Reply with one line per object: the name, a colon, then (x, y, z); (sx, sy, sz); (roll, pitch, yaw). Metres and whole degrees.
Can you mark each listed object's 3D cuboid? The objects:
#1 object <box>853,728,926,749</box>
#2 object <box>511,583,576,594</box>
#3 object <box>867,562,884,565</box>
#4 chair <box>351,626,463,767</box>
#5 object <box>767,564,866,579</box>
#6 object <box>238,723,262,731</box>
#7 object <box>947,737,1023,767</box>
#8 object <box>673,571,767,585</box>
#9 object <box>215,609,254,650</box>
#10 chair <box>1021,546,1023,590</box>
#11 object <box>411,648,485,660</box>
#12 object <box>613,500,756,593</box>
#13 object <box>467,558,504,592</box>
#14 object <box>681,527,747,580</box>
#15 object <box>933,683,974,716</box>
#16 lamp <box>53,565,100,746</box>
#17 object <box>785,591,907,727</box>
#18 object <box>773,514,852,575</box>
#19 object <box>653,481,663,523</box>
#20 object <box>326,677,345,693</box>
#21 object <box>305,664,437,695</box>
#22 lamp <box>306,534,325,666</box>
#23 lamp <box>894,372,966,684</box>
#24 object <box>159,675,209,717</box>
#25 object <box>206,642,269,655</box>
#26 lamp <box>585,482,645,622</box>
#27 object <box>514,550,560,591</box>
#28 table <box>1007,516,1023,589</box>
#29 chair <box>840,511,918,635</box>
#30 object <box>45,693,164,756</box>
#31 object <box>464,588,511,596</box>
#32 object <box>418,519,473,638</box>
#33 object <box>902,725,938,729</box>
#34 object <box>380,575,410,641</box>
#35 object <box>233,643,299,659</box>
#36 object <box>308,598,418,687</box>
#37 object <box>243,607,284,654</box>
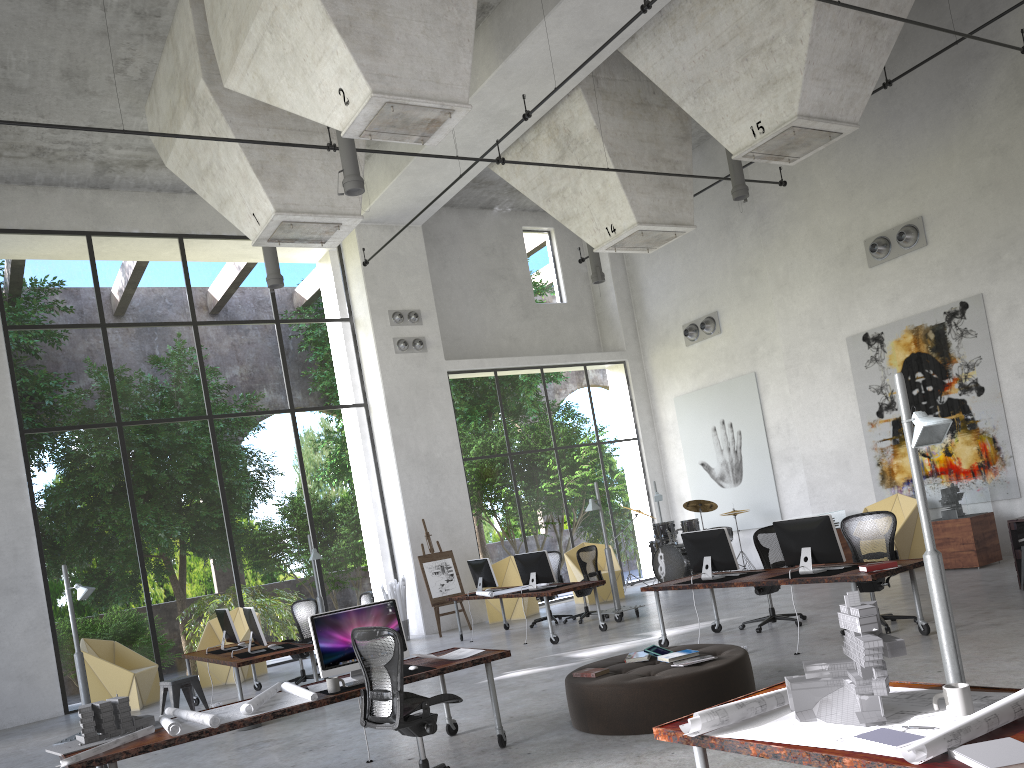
object: (1.287, 1.208, 2.999); (0.133, 0.008, 0.207); (-6, -10, -21)
object: (0.445, 3.005, 12.877); (0.683, 0.008, 0.864); (-2, -12, -40)
object: (3.295, 1.625, 7.961); (0.151, 0.011, 0.011); (-15, -7, 27)
chair: (-0.697, 2.187, 5.982); (0.780, 1.178, 0.789); (-12, -5, 31)
object: (3.020, 1.848, 8.629); (0.682, 0.008, 0.865); (-4, -11, -31)
object: (-2.935, 3.644, 9.692); (0.292, 0.296, 0.405); (-6, -8, -39)
object: (1.458, 1.111, 2.623); (0.200, 0.023, 0.238); (-10, -9, -2)
object: (2.315, 2.165, 9.792); (0.682, 0.008, 0.865); (-4, -11, -31)
object: (-3.761, 3.287, 11.856); (0.374, 0.549, 0.728); (-8, -7, -31)
chair: (5.816, 1.982, 9.545); (0.420, 0.486, 0.441); (-10, -5, 2)
object: (-0.517, 2.148, 7.013); (0.466, 0.085, 0.444); (-5, -10, -29)
object: (3.419, 3.046, 17.205); (3.022, 1.732, 1.869); (-17, -9, 42)
object: (-0.408, 3.088, 14.204); (0.374, 0.549, 0.728); (-8, -7, -31)
object: (2.263, 1.887, 9.800); (0.374, 0.549, 0.728); (-8, -7, -31)
object: (1.585, 1.135, 3.151); (0.122, 0.099, 0.089); (-10, -5, -4)
lamp: (-5.023, 3.156, 10.183); (0.596, 2.141, 0.582); (-10, -2, 0)
object: (1.248, 1.049, 3.342); (0.361, 0.518, 0.497); (-10, -5, 3)
object: (2.968, 1.570, 8.636); (0.374, 0.549, 0.728); (-8, -7, -31)
object: (3.222, 3.130, 18.738); (0.580, 2.141, 0.598); (-10, -2, 2)
object: (-1.271, 2.165, 6.331); (0.122, 0.099, 0.089); (-10, -5, -3)
object: (-1.079, 2.244, 6.679); (0.842, 0.008, 0.701); (-4, -11, -31)
lamp: (-3.156, 3.531, 14.419); (0.574, 2.141, 0.605); (-9, -2, -32)
lamp: (2.386, 0.991, 4.982); (0.578, 2.141, 0.601); (-10, -2, -8)
object: (-4.140, 3.961, 11.026); (0.464, 0.529, 0.472); (-14, -7, 42)
object: (-3.708, 3.564, 11.849); (0.682, 0.008, 0.865); (-4, -11, -31)
lamp: (1.469, 2.563, 13.496); (0.591, 2.141, 0.588); (-9, -2, -32)
object: (0.393, 2.728, 12.884); (0.374, 0.549, 0.727); (-7, -7, -41)
table: (6.671, 1.692, 9.592); (1.494, 0.790, 1.632); (-5, -9, -32)
chair: (3.696, 1.920, 9.023); (0.779, 1.178, 0.790); (-12, -4, 26)
object: (-2.775, 2.286, 6.044); (0.731, 0.303, 0.442); (-3, -10, -42)
object: (-0.355, 3.365, 14.197); (0.682, 0.008, 0.865); (-4, -11, -31)
object: (-1.329, 3.471, 15.912); (0.688, 2.132, 0.695); (-9, -3, -31)
object: (1.418, 1.193, 3.052); (0.011, 0.010, 0.128); (-4, -11, -46)
object: (-2.071, 4.100, 15.975); (0.446, 1.203, 0.409); (-12, -3, 35)
object: (-2.992, 3.241, 10.663); (0.682, 0.008, 0.865); (-5, -10, -26)
object: (-1.128, 1.967, 6.690); (0.709, 0.550, 0.383); (-6, -5, -31)
object: (-3.045, 2.964, 10.671); (0.374, 0.549, 0.727); (-8, -7, -26)
